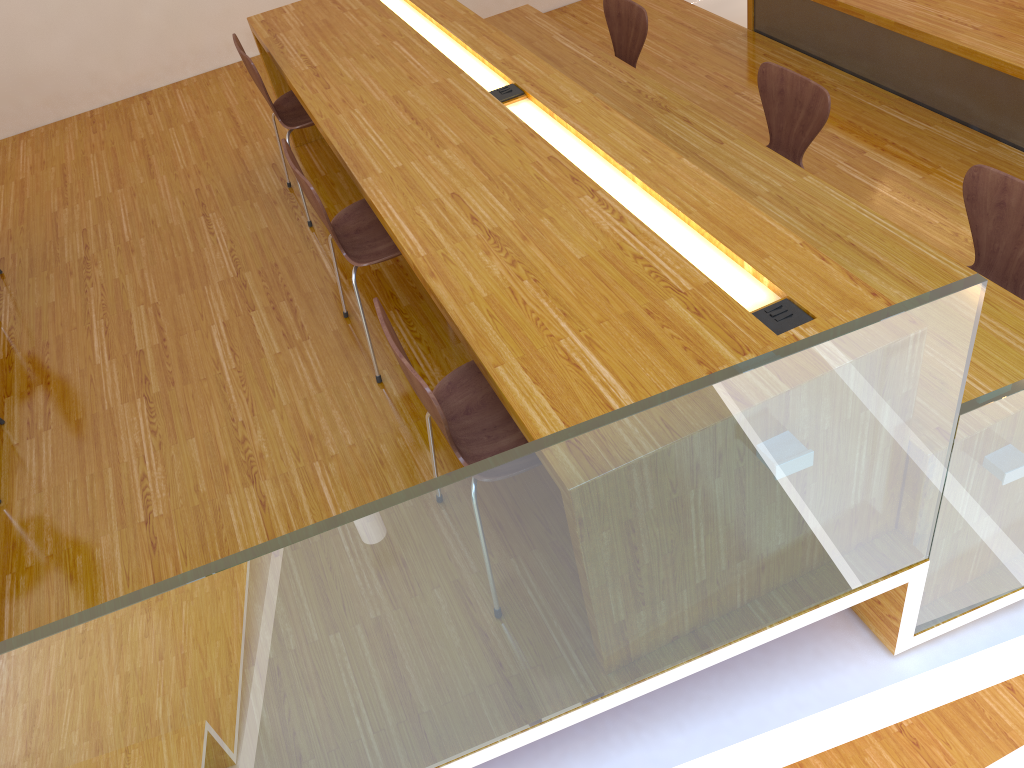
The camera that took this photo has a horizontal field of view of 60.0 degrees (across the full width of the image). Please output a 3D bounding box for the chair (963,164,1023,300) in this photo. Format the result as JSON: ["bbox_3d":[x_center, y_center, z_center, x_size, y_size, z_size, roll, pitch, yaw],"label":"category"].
[{"bbox_3d":[1.253,-0.192,2.505,0.381,0.693,0.428,-23,42,-11],"label":"chair"}]

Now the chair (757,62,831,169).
[{"bbox_3d":[0.871,-0.732,3.216,0.381,0.693,0.428,-23,42,-11],"label":"chair"}]

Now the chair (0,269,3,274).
[{"bbox_3d":[-2.333,-0.548,3.390,0.381,0.693,0.428,-23,42,-11],"label":"chair"}]

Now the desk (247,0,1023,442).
[{"bbox_3d":[0.138,-0.606,3.102,1.285,0.918,3.236,-23,42,-11],"label":"desk"}]

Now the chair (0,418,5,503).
[{"bbox_3d":[-1.860,0.060,2.578,0.381,0.693,0.428,-23,42,-11],"label":"chair"}]

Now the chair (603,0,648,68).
[{"bbox_3d":[0.397,-1.340,4.028,0.381,0.693,0.428,-23,42,-11],"label":"chair"}]

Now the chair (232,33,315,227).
[{"bbox_3d":[-0.802,-1.083,3.580,0.381,0.693,0.428,-23,42,-11],"label":"chair"}]

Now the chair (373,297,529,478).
[{"bbox_3d":[-0.015,0.094,2.042,0.381,0.693,0.428,-23,42,-11],"label":"chair"}]

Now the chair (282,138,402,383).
[{"bbox_3d":[-0.397,-0.446,2.753,0.381,0.693,0.428,-23,42,-11],"label":"chair"}]
